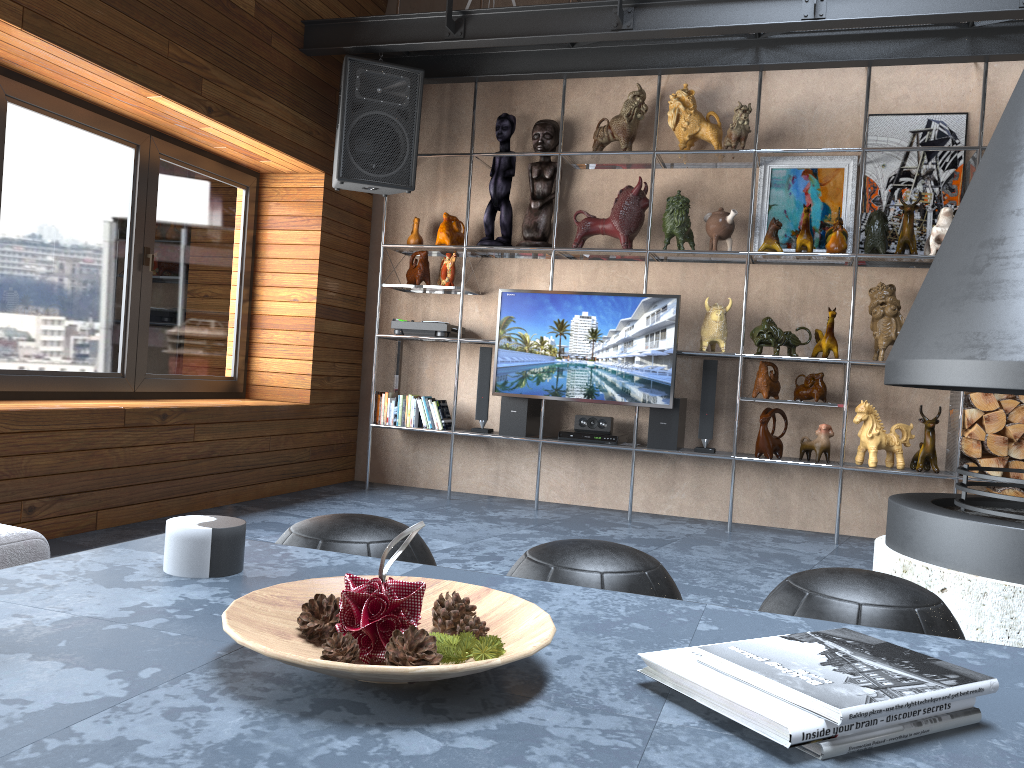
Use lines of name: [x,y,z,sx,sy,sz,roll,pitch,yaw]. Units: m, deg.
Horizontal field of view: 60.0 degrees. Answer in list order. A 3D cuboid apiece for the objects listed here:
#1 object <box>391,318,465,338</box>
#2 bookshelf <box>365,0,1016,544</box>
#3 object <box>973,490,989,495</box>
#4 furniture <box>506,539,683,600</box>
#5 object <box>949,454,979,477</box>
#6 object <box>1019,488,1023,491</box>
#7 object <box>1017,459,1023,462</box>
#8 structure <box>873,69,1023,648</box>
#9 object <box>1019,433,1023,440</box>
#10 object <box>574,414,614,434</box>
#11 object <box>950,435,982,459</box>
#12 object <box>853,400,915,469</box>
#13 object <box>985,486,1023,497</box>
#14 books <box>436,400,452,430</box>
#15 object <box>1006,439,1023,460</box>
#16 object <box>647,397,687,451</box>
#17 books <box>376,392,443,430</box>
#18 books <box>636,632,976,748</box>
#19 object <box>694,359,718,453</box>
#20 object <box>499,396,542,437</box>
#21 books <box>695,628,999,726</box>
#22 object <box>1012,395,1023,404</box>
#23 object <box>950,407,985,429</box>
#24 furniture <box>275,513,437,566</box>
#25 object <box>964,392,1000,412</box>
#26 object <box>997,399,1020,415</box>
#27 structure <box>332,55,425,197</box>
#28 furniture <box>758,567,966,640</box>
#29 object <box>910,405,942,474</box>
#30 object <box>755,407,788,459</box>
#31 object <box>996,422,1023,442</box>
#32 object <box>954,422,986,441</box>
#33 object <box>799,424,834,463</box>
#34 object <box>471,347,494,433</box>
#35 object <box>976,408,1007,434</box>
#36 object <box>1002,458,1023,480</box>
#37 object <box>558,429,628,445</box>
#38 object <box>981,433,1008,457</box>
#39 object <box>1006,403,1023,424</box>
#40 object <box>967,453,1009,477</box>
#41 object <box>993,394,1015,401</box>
object: [-0.546,-0.357,5.706,0.404,0.114,0.320,4,1,18]
bookshelf: [4.430,-2.068,4.171,10.739,6.219,0.421,4,0,18]
object: [2.478,0.624,4.681,0.128,0.107,0.329,4,1,18]
furniture: [0.153,0.552,1.802,0.401,0.462,0.402,4,1,38]
object: [2.418,0.431,4.739,0.103,0.110,0.312,4,1,14]
object: [2.693,0.618,4.614,0.099,0.131,0.309,4,1,14]
object: [2.698,0.370,4.622,0.103,0.098,0.330,4,1,15]
structure: [2.341,-1.937,3.072,1.689,5.700,1.197,4,0,18]
object: [2.673,0.266,4.632,0.101,0.110,0.331,4,1,20]
object: [0.495,0.243,5.358,0.223,0.101,0.080,4,0,18]
object: [2.412,0.330,4.717,0.110,0.109,0.321,4,1,18]
object: [2.030,0.277,4.850,0.375,0.363,0.170,4,0,-17]
object: [2.588,0.589,4.628,0.164,0.128,0.321,4,1,17]
books: [-0.425,0.195,5.617,0.081,0.185,0.138,4,0,18]
object: [2.614,0.327,4.635,0.147,0.118,0.288,4,1,14]
object: [0.919,0.229,5.250,0.175,0.303,0.343,4,1,18]
books: [-0.627,0.170,5.666,0.461,0.208,0.139,4,0,17]
books: [0.339,0.347,1.036,0.299,0.021,0.239,4,1,-31]
object: [1.134,0.127,5.130,0.112,0.533,0.112,4,0,18]
object: [0.060,0.169,5.526,0.175,0.303,0.343,4,1,18]
books: [0.382,0.330,1.024,0.265,0.017,0.210,4,1,-31]
object: [2.673,0.032,4.663,0.140,0.150,0.312,4,1,14]
object: [2.418,0.183,4.722,0.097,0.120,0.308,4,1,13]
furniture: [-0.357,0.516,1.930,0.402,0.462,0.401,4,1,-32]
object: [2.474,0.088,4.688,0.151,0.119,0.299,4,1,20]
object: [2.585,0.123,4.676,0.098,0.090,0.303,4,1,17]
structure: [-0.815,-1.481,5.186,0.461,0.735,0.488,4,0,-22]
furniture: [0.647,0.586,1.679,0.402,0.462,0.401,4,1,33]
object: [2.228,0.293,4.768,0.116,0.358,0.198,4,0,10]
object: [1.457,0.278,5.009,0.114,0.290,0.249,4,1,43]
object: [2.593,0.247,4.642,0.107,0.098,0.330,4,1,14]
object: [2.431,0.238,4.709,0.107,0.110,0.331,4,1,16]
object: [1.680,0.326,4.935,0.119,0.220,0.212,3,1,-38]
object: [-0.168,0.036,5.548,0.112,0.533,0.112,4,0,18]
object: [2.506,0.186,4.672,0.112,0.153,0.290,4,1,15]
object: [2.623,0.442,4.635,0.135,0.114,0.299,4,1,16]
object: [0.491,0.323,5.363,0.360,0.058,0.325,4,1,18]
object: [2.508,0.305,4.682,0.115,0.131,0.374,4,1,13]
object: [2.658,0.164,4.665,0.164,0.128,0.321,4,1,17]
object: [2.505,0.428,4.679,0.154,0.131,0.362,4,1,18]
object: [2.580,0.039,4.698,0.107,0.121,0.289,4,1,19]
